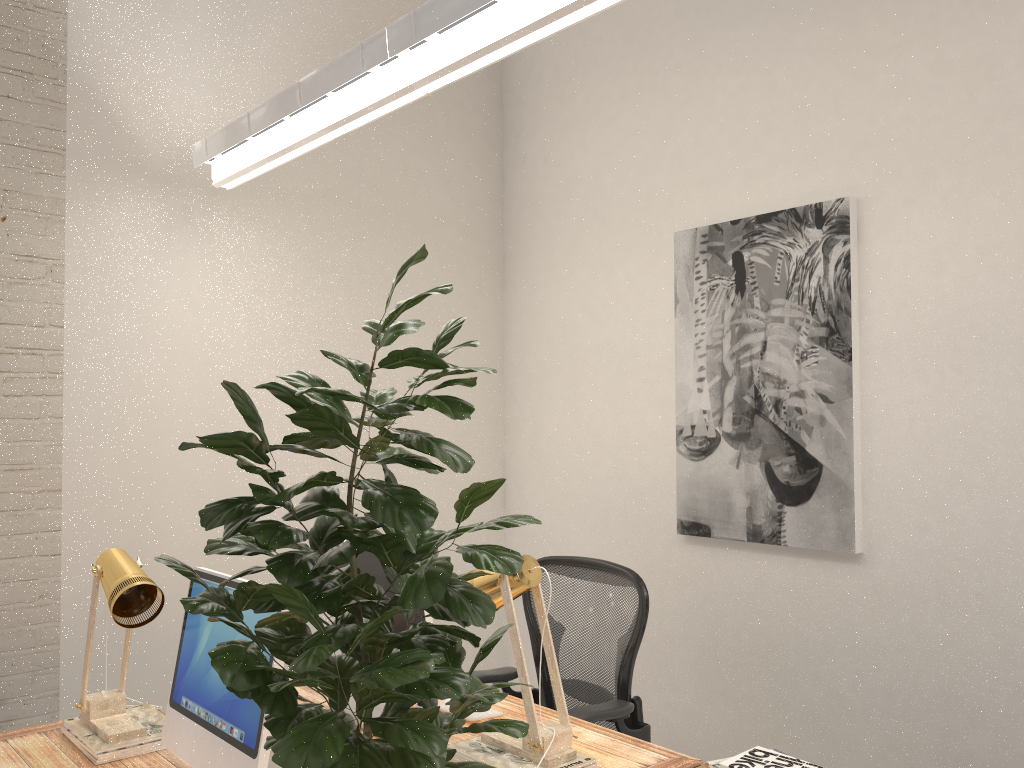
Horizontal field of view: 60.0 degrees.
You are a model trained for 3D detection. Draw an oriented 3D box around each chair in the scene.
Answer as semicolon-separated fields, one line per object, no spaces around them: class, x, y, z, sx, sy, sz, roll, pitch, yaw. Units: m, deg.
chair;0.114;1.145;2.905;0.770;1.085;0.792;-2;-3;32

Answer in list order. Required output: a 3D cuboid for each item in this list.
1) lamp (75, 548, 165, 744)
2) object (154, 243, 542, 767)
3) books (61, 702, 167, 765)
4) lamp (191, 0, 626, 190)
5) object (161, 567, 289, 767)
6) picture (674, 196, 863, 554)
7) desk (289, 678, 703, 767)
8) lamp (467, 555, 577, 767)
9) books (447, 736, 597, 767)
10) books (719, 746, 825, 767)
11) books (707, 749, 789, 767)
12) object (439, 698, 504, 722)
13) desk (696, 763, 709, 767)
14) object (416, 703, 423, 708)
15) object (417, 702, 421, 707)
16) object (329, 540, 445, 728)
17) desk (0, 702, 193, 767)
lamp;-1.019;0.665;2.296;0.126;0.469;0.344;1;-3;-41
object;-0.215;0.342;1.187;0.514;1.077;0.439;-2;-3;39
books;-1.030;0.918;2.345;0.225;0.038;0.309;2;-4;-41
lamp;1.409;-2.202;0.374;0.226;2.863;7.304;1;-3;-41
object;-0.618;0.677;1.975;0.190;0.485;0.484;1;-3;-41
picture;0.900;-0.019;3.216;0.049;1.182;0.731;1;-3;-41
desk;-0.185;1.304;2.506;0.529;0.724;1.401;2;-3;-41
lamp;0.004;0.656;2.202;0.126;0.469;0.344;1;-3;-41
books;0.018;0.904;2.138;0.225;0.038;0.309;2;-4;-41
books;0.549;0.804;1.835;0.153;0.030;0.185;2;-4;-43
books;0.562;0.836;1.843;0.193;0.044;0.257;1;-3;-24
object;-0.211;0.940;2.642;0.118;0.017;0.439;2;-4;-41
desk;0.143;1.255;1.505;1.401;0.724;0.529;2;-3;-41
object;-0.216;0.866;2.222;0.101;0.126;0.101;0;-2;4
object;-0.231;0.824;2.229;0.054;0.207;0.008;-1;-2;32
object;-0.395;0.702;2.521;0.190;0.485;0.484;1;-3;-41
desk;-0.824;1.281;1.951;0.529;0.724;1.401;2;-3;-41
